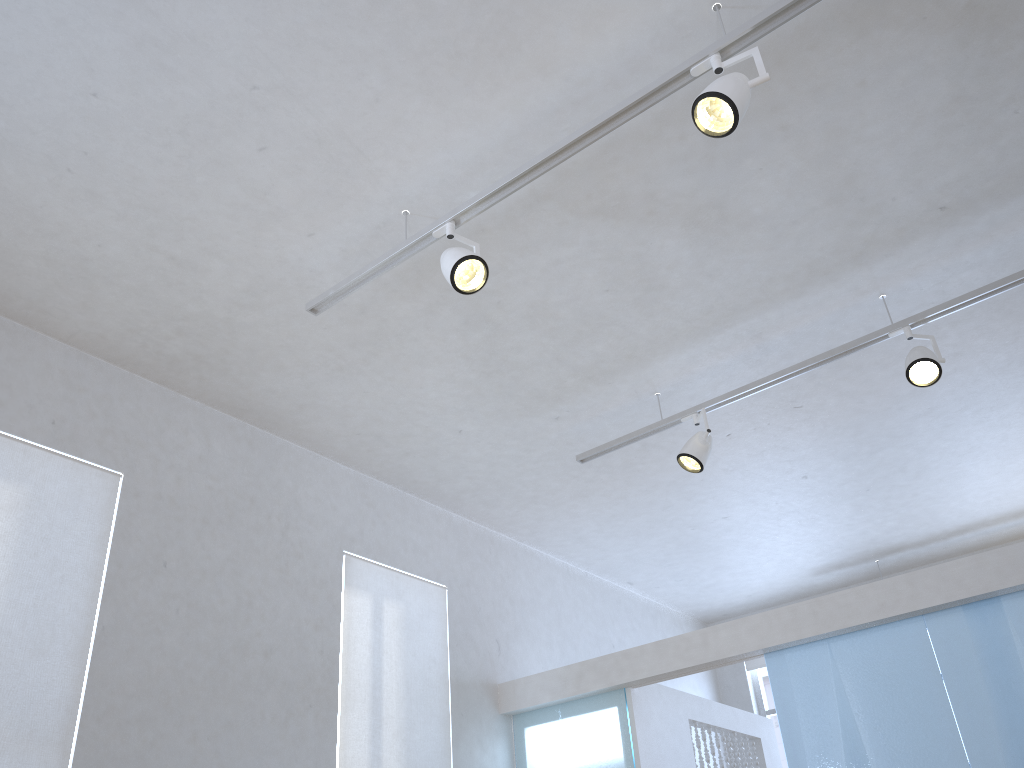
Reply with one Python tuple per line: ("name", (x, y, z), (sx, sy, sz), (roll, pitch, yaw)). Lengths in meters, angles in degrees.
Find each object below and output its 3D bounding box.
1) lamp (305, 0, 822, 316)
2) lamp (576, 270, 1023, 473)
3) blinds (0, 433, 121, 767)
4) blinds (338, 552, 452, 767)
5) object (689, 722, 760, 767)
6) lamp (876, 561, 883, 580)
("lamp", (0.481, -0.807, 2.473), (3.136, 0.479, 0.224), (-26, -38, 30))
("lamp", (1.555, -0.157, 3.631), (3.134, 0.479, 0.207), (-24, -37, 28))
("blinds", (-1.766, 1.105, 2.821), (0.007, 2.081, 0.768), (-25, -37, 30))
("blinds", (-0.539, 1.883, 4.198), (0.007, 2.082, 0.768), (-25, -37, 30))
("object", (1.339, 2.939, 4.862), (0.051, 1.987, 0.931), (-25, -37, 29))
("lamp", (3.553, 1.110, 5.874), (3.135, 0.479, 0.199), (-25, -37, 29))
